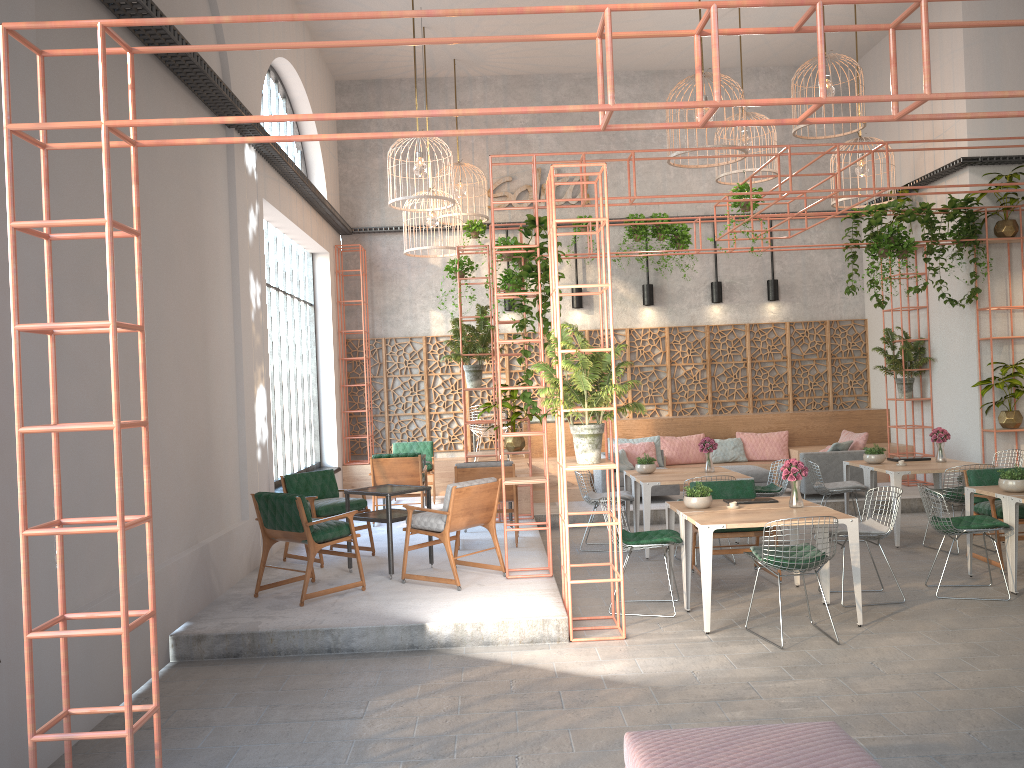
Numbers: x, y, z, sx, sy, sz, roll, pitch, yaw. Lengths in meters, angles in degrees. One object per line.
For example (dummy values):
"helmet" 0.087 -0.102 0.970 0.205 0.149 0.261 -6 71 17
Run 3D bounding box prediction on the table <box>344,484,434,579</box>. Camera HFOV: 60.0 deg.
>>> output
"table" -1.196 1.415 8.626 0.635 0.798 0.602 -2 0 39

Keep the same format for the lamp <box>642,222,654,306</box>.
"lamp" 2.315 -2.063 15.243 0.185 1.436 0.185 -2 0 39

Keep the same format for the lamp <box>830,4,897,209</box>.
"lamp" 5.023 -4.364 12.853 0.883 3.476 0.883 -2 0 -39

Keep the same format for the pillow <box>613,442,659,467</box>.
"pillow" 1.854 1.074 13.320 0.666 0.385 0.289 -2 0 -1

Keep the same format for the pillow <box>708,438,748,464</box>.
"pillow" 3.438 1.077 14.303 0.666 0.385 0.289 -2 0 -6

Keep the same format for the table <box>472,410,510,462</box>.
"table" -0.342 0.842 14.497 0.602 0.798 0.635 -2 0 -1

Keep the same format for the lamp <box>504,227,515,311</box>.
"lamp" -0.072 -1.966 15.184 0.185 1.436 0.185 -2 0 39

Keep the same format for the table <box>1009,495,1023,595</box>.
"table" 4.825 1.336 7.168 1.214 0.830 0.694 -2 0 -1

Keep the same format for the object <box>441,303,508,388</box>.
"object" -0.494 -0.497 11.696 0.894 1.101 0.900 -2 0 -37

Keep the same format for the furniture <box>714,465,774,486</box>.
"furniture" 3.160 1.417 12.787 0.975 0.446 0.941 -2 0 -1

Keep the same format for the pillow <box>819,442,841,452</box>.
"pillow" 4.614 0.996 12.940 0.441 0.317 0.479 -2 0 -20

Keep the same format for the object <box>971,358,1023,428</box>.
"object" 6.531 0.126 11.744 0.934 0.919 0.903 -2 0 -30

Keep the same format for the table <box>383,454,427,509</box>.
"table" -1.521 1.435 12.638 0.602 0.798 0.635 -2 0 -1

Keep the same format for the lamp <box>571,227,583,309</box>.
"lamp" 1.092 -2.013 15.213 0.185 1.436 0.185 -2 0 39

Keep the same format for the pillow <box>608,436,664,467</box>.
"pillow" 1.863 1.042 13.471 0.839 0.474 0.276 -2 0 -1

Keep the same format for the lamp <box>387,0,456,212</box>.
"lamp" -1.264 -4.109 11.769 0.883 3.476 0.883 -2 0 -39

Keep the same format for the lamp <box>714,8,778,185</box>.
"lamp" 3.328 -4.713 12.835 0.883 3.476 0.883 -2 0 -39

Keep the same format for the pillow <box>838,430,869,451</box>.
"pillow" 4.882 0.920 12.828 0.273 0.476 0.836 -2 0 -1

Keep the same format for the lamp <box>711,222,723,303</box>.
"lamp" 3.502 -2.111 15.272 0.185 1.436 0.185 -2 0 39

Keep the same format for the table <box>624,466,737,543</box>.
"table" 2.002 1.457 10.619 1.205 0.830 0.694 -2 0 -1

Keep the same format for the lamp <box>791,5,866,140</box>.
"lamp" 3.950 -4.959 11.254 0.883 3.476 0.883 -2 0 -39

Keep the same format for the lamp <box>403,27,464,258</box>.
"lamp" -1.229 -3.673 13.150 0.883 3.476 0.883 -2 0 -39

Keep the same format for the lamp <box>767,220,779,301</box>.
"lamp" 4.481 -2.151 15.296 0.179 1.436 0.185 -2 0 -1

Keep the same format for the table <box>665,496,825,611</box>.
"table" 2.024 1.464 7.778 1.205 0.830 0.694 -2 0 -1

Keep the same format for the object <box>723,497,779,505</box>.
"object" 2.117 1.043 7.879 0.427 0.031 0.268 -2 0 -1

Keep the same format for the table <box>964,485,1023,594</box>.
"table" 4.803 1.338 7.864 1.205 0.830 0.694 -2 0 -1

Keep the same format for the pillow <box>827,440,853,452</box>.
"pillow" 4.570 0.978 12.487 0.495 0.349 0.308 -2 0 -42

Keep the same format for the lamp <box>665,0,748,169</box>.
"lamp" 2.107 -4.250 9.896 0.883 3.476 0.883 -2 0 -39

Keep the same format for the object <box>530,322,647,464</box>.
"object" 0.561 0.067 6.916 0.900 1.100 0.894 -2 0 28

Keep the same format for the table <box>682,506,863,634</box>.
"table" 2.045 1.462 7.082 1.214 0.830 0.694 -2 0 -1

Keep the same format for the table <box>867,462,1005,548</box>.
"table" 4.755 1.344 9.990 1.214 0.830 0.694 -2 0 -1

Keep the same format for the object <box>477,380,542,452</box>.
"object" -0.044 0.421 11.530 0.934 0.923 0.903 -2 0 -35

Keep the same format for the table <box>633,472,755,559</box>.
"table" 2.023 1.455 9.925 1.214 0.830 0.694 -2 0 -1

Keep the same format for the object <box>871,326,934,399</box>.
"object" 5.931 -0.330 13.455 0.900 1.097 0.894 -2 0 28

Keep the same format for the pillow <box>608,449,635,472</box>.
"pillow" 1.628 1.133 13.014 0.307 0.324 0.499 -2 0 34

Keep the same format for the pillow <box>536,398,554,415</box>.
"pillow" 0.657 0.382 15.066 0.499 0.324 0.307 -2 0 14

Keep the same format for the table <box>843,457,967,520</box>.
"table" 4.734 1.346 10.687 1.205 0.830 0.694 -2 0 -1

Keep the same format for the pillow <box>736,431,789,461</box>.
"pillow" 4.044 1.006 14.339 0.839 0.474 0.276 -2 0 19

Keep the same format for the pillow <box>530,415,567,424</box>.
"pillow" 0.586 0.590 14.785 0.637 0.149 0.491 -2 0 0

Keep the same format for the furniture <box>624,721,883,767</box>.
"furniture" 0.985 1.691 3.480 0.976 0.446 0.941 -2 0 -1

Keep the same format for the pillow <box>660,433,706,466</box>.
"pillow" 2.764 1.058 14.307 0.839 0.474 0.276 -2 0 -11

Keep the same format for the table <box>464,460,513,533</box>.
"table" -0.302 1.383 11.004 0.602 0.798 0.635 -2 0 -1

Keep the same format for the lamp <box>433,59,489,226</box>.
"lamp" -0.891 -4.405 14.485 0.883 3.476 0.883 -2 0 -39

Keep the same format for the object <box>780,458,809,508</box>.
"object" 2.362 0.828 7.416 0.225 0.414 0.213 -2 0 -9
